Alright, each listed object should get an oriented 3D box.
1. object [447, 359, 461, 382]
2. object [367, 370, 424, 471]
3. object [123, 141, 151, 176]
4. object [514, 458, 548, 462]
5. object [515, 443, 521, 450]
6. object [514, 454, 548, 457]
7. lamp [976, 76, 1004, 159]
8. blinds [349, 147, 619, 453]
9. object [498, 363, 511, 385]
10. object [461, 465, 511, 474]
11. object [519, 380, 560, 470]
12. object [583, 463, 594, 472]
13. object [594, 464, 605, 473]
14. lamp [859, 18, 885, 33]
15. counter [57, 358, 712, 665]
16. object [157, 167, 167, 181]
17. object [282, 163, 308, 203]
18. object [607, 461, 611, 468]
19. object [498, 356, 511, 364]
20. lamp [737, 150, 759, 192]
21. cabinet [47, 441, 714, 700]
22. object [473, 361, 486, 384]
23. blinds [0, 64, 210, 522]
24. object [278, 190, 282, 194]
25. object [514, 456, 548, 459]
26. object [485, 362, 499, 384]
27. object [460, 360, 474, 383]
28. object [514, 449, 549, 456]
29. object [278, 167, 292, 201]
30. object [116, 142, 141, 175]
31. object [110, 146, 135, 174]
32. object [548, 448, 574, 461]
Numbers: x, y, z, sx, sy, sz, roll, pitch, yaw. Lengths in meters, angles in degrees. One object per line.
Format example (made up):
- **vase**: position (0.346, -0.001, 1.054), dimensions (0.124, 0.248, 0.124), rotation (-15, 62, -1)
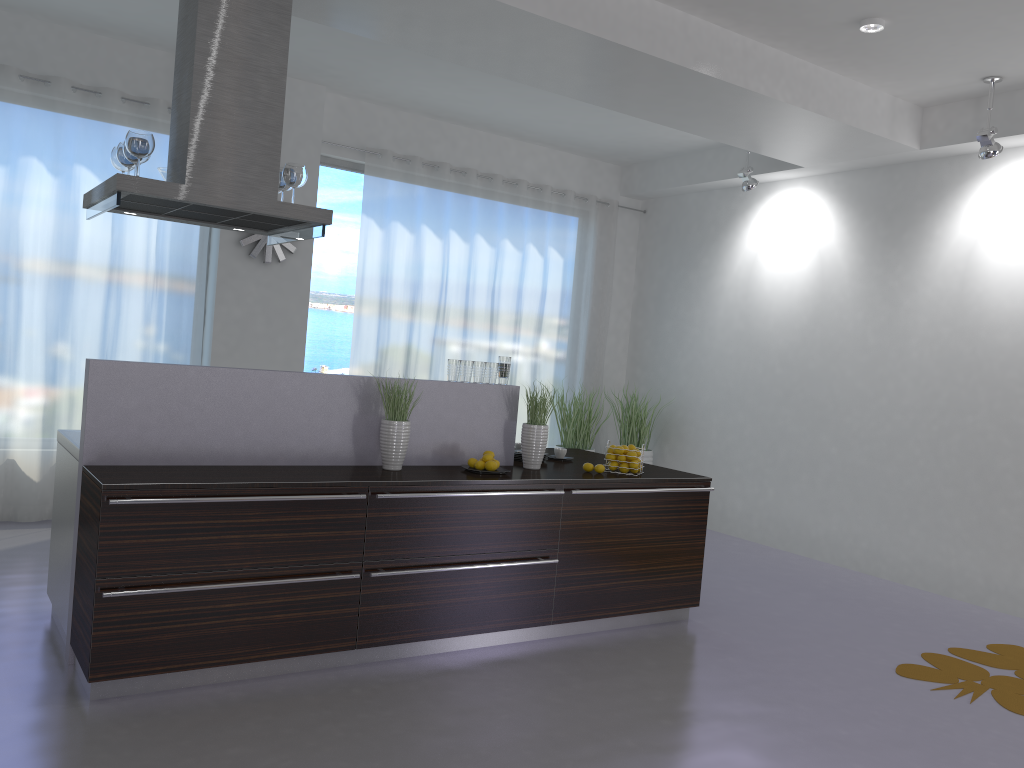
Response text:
- **object**: position (-0.314, -0.072, 4.764), dimensions (0.071, 0.119, 0.072), rotation (5, 2, 16)
- **object**: position (-0.567, 0.175, 4.375), dimensions (0.269, 0.502, 0.247), rotation (4, 2, -34)
- **object**: position (-1.751, -1.028, 4.133), dimensions (0.125, 0.221, 0.125), rotation (5, 2, -9)
- **object**: position (0.082, 0.444, 5.299), dimensions (0.232, 0.020, 0.232), rotation (4, 2, -26)
- **object**: position (0.054, 0.409, 5.579), dimensions (0.153, 0.069, 0.153), rotation (5, 2, -1)
- **object**: position (0.084, 0.424, 5.298), dimensions (0.232, 0.020, 0.232), rotation (4, 2, -31)
- **lamp**: position (3.092, -1.705, 5.726), dimensions (0.185, 0.511, 0.150), rotation (4, 2, -34)
- **blinds**: position (-0.180, -0.383, 8.331), dimensions (2.830, 3.112, 0.120), rotation (4, 2, -34)
- **object**: position (-0.047, -0.055, 4.946), dimensions (0.072, 0.119, 0.071), rotation (5, 2, 6)
- **object**: position (-0.137, 0.446, 4.613), dimensions (0.232, 0.020, 0.232), rotation (4, 2, -26)
- **object**: position (0.154, 0.219, 4.895), dimensions (0.247, 0.502, 0.269), rotation (5, 2, 9)
- **object**: position (0.428, 0.467, 4.964), dimensions (0.063, 0.051, 0.053), rotation (6, 2, 25)
- **object**: position (0.489, 0.473, 4.947), dimensions (0.063, 0.051, 0.053), rotation (4, 2, -30)
- **lamp**: position (2.021, -2.012, 4.975), dimensions (0.132, 0.035, 0.132), rotation (6, 2, 28)
- **counter**: position (-0.566, 0.618, 4.810), dimensions (3.291, 1.300, 1.302), rotation (4, 2, -34)
- **object**: position (-1.777, -1.023, 4.608), dimensions (0.137, 0.174, 0.137), rotation (6, 2, 21)
- **object**: position (-1.088, -0.981, 4.422), dimensions (0.125, 0.221, 0.125), rotation (5, 2, -9)
- **object**: position (0.579, 0.470, 5.104), dimensions (0.061, 0.053, 0.053), rotation (5, 2, 8)
- **object**: position (-0.044, -0.094, 4.945), dimensions (0.072, 0.119, 0.071), rotation (5, 2, 6)
- **lamp**: position (1.977, -1.855, 7.379), dimensions (0.185, 0.511, 0.150), rotation (4, 2, -34)
- **cabinet**: position (-0.581, 0.841, 4.808), dimensions (3.285, 0.852, 1.377), rotation (4, 2, -34)
- **object**: position (-0.181, -0.063, 4.855), dimensions (0.072, 0.119, 0.071), rotation (5, 2, 6)
- **blinds**: position (-3.703, -0.605, 5.934), dimensions (3.245, 3.112, 0.120), rotation (4, 2, -34)
- **object**: position (-1.258, -1.004, 4.673), dimensions (0.125, 0.221, 0.125), rotation (5, 2, -9)
- **object**: position (0.083, 0.434, 5.298), dimensions (0.232, 0.020, 0.232), rotation (4, 2, -26)
- **object**: position (-0.114, -0.059, 4.901), dimensions (0.072, 0.119, 0.071), rotation (5, 2, 6)
- **object**: position (-0.247, -0.068, 4.810), dimensions (0.072, 0.119, 0.071), rotation (5, 2, 6)
- **object**: position (-0.095, 0.336, 5.265), dimensions (0.646, 0.147, 0.269), rotation (5, 2, -9)
- **object**: position (-1.176, -0.993, 4.552), dimensions (0.125, 0.221, 0.125), rotation (5, 2, -9)
- **object**: position (-1.840, -1.040, 4.262), dimensions (0.125, 0.221, 0.125), rotation (5, 2, -9)
- **object**: position (-1.922, -1.051, 4.384), dimensions (0.125, 0.221, 0.125), rotation (5, 2, -9)
- **object**: position (0.297, 0.433, 5.456), dimensions (0.153, 0.069, 0.153), rotation (6, 2, 29)
